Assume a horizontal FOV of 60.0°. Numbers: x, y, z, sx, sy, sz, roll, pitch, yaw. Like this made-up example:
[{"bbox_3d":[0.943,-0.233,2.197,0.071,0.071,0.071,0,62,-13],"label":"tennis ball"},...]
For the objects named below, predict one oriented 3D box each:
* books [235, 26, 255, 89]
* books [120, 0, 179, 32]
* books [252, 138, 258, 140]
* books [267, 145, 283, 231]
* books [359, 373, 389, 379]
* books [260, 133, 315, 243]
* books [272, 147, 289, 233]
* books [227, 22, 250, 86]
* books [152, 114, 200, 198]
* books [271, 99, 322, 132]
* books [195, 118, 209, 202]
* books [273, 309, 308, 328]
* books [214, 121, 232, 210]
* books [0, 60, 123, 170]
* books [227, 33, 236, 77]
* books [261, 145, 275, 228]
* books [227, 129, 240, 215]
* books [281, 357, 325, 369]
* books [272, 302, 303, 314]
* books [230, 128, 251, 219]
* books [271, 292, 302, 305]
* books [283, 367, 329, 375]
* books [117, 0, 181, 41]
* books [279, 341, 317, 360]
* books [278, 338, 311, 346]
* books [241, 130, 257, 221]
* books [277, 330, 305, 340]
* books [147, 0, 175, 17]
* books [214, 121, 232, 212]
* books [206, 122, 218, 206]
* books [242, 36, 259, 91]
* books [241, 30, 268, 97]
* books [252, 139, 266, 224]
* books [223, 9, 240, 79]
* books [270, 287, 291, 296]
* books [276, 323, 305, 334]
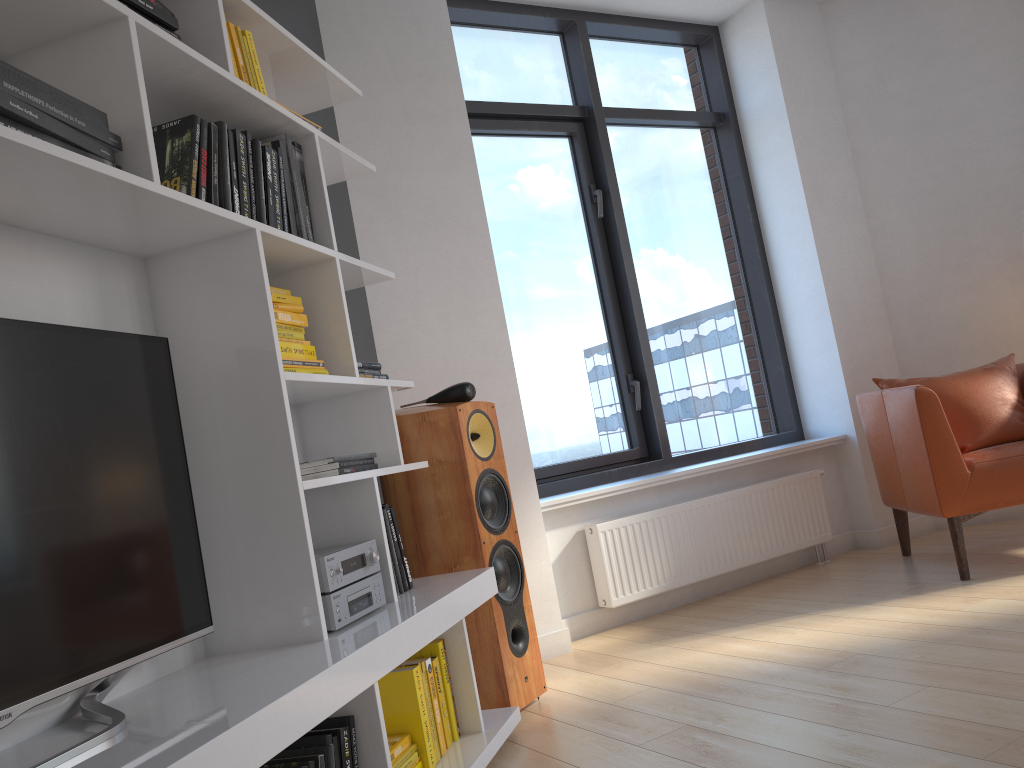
[{"bbox_3d":[-0.713,-0.781,2.204,0.128,0.178,0.044,-12,-4,14],"label":"books"},{"bbox_3d":[-0.862,-0.783,1.879,0.180,0.026,0.246,-12,-5,17],"label":"books"},{"bbox_3d":[-0.700,-0.465,2.189,0.192,0.254,0.075,-12,-4,14],"label":"books"},{"bbox_3d":[-0.682,-0.462,2.251,0.191,0.249,0.084,-12,-4,14],"label":"books"},{"bbox_3d":[-0.476,-0.005,2.567,0.161,0.023,0.213,-12,-5,18],"label":"books"},{"bbox_3d":[-0.681,-0.482,2.387,0.259,0.321,0.128,-12,-4,14],"label":"books"},{"bbox_3d":[-0.675,-0.465,2.284,0.197,0.260,0.066,-12,-4,14],"label":"books"},{"bbox_3d":[-0.725,-0.780,2.186,0.132,0.180,0.054,-12,-4,15],"label":"books"},{"bbox_3d":[-0.766,-0.462,1.932,0.182,0.234,0.104,-12,-4,15],"label":"books"},{"bbox_3d":[-0.683,-0.715,2.476,0.203,0.024,0.257,-12,-5,17],"label":"books"},{"bbox_3d":[-0.761,-0.459,1.965,0.187,0.234,0.096,-12,-4,15],"label":"books"},{"bbox_3d":[-0.658,-0.151,2.250,0.176,0.033,0.239,-12,-5,18],"label":"books"},{"bbox_3d":[-0.740,-0.468,2.052,0.192,0.254,0.075,-12,-4,14],"label":"books"},{"bbox_3d":[-0.896,-0.420,1.538,0.277,0.137,0.343,-11,-4,10],"label":"books"},{"bbox_3d":[-0.747,-0.808,2.105,0.161,0.229,0.041,-12,-4,13],"label":"books"},{"bbox_3d":[-0.680,-0.462,2.211,0.179,0.243,0.071,-12,-4,13],"label":"books"},{"bbox_3d":[-0.726,-0.462,2.076,0.179,0.243,0.068,-12,-4,13],"label":"books"},{"bbox_3d":[-0.625,-0.032,2.226,0.203,0.024,0.257,-12,-5,17],"label":"books"},{"bbox_3d":[-0.667,-0.179,2.246,0.160,0.022,0.227,-13,-5,30],"label":"books"},{"bbox_3d":[-0.722,-0.465,2.113,0.191,0.249,0.084,-12,-4,14],"label":"books"},{"bbox_3d":[-0.665,-0.202,2.255,0.163,0.023,0.223,-12,-5,19],"label":"books"},{"bbox_3d":[-0.611,-0.008,2.225,0.194,0.028,0.257,-12,-5,19],"label":"books"},{"bbox_3d":[-0.883,-0.751,1.880,0.214,0.030,0.284,-12,-5,18],"label":"books"},{"bbox_3d":[-0.635,-0.064,2.230,0.189,0.042,0.243,-12,-4,14],"label":"books"},{"bbox_3d":[-0.654,-0.089,2.234,0.189,0.014,0.251,-12,-5,18],"label":"books"},{"bbox_3d":[-0.715,-0.468,2.147,0.197,0.260,0.066,-12,-4,14],"label":"books"},{"bbox_3d":[-0.641,-0.110,2.221,0.145,0.023,0.217,-12,-5,19],"label":"books"},{"bbox_3d":[-0.878,-0.807,1.881,0.209,0.030,0.266,-11,-4,8],"label":"books"},{"bbox_3d":[-0.720,-0.467,2.023,0.172,0.242,0.069,-12,-4,15],"label":"books"},{"bbox_3d":[-0.740,-0.462,1.992,0.169,0.233,0.081,-12,-4,14],"label":"books"},{"bbox_3d":[-0.696,-0.773,2.218,0.108,0.161,0.046,-12,-4,13],"label":"books"},{"bbox_3d":[-0.706,-0.782,2.245,0.141,0.184,0.064,-12,-4,15],"label":"books"},{"bbox_3d":[-0.680,-0.463,2.160,0.172,0.242,0.069,-12,-4,15],"label":"books"},{"bbox_3d":[-0.758,-0.799,2.163,0.164,0.224,0.054,-12,-4,14],"label":"books"},{"bbox_3d":[-0.694,-0.221,2.253,0.163,0.023,0.223,-12,-5,19],"label":"books"},{"bbox_3d":[-0.658,-0.126,2.238,0.171,0.019,0.239,-12,-4,14],"label":"books"}]
